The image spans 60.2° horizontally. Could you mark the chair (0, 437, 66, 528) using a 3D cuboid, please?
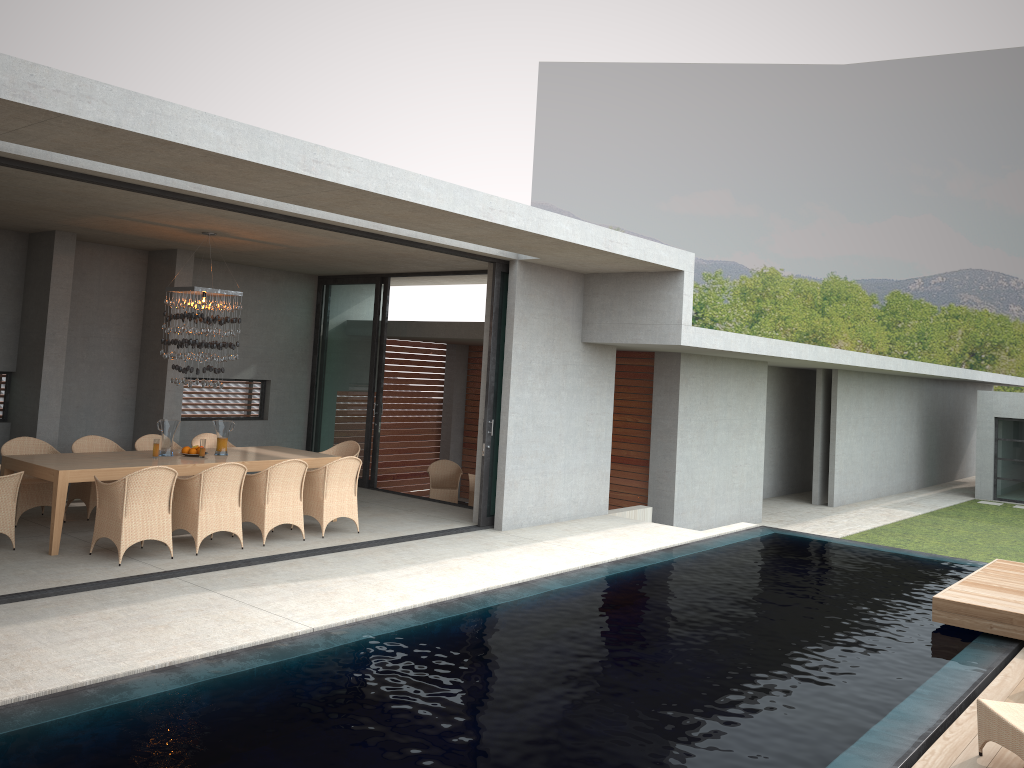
[{"bbox_3d":[-5.133,1.026,9.458,0.630,0.868,0.614,2,-3,40],"label":"chair"}]

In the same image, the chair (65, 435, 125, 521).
[{"bbox_3d":[-4.664,1.043,10.025,0.630,0.868,0.614,2,-3,40],"label":"chair"}]

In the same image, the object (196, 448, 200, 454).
[{"bbox_3d":[-3.412,0.739,9.672,0.087,0.087,0.086,2,-2,30],"label":"object"}]

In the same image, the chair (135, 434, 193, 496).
[{"bbox_3d":[-4.194,1.061,10.593,0.630,0.868,0.614,2,-3,40],"label":"chair"}]

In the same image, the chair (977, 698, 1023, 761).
[{"bbox_3d":[2.901,1.634,3.696,0.700,0.830,2.288,3,0,-1],"label":"chair"}]

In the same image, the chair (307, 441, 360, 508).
[{"bbox_3d":[-2.293,1.161,11.232,0.618,0.868,0.627,1,-3,40],"label":"chair"}]

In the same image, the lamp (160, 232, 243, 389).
[{"bbox_3d":[-3.472,-0.827,9.927,0.618,1.765,0.616,1,-4,40],"label":"lamp"}]

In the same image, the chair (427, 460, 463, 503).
[{"bbox_3d":[-1.160,1.753,15.041,0.617,0.868,0.628,4,-2,-5],"label":"chair"}]

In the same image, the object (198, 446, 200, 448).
[{"bbox_3d":[-3.436,0.733,9.761,0.094,0.095,0.094,3,-2,28],"label":"object"}]

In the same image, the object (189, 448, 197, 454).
[{"bbox_3d":[-3.473,0.740,9.614,0.081,0.081,0.080,4,-2,-22],"label":"object"}]

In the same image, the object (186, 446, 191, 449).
[{"bbox_3d":[-3.578,0.730,9.729,0.086,0.087,0.086,3,-1,0],"label":"object"}]

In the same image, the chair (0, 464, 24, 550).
[{"bbox_3d":[-4.896,1.063,8.018,0.618,0.868,0.627,1,-3,40],"label":"chair"}]

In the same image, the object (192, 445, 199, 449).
[{"bbox_3d":[-3.465,0.694,9.665,0.071,0.048,0.071,3,-1,0],"label":"object"}]

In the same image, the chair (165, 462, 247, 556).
[{"bbox_3d":[-2.962,1.165,8.645,0.630,0.868,0.614,2,-3,40],"label":"chair"}]

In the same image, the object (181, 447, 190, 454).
[{"bbox_3d":[-3.557,0.730,9.642,0.094,0.095,0.094,2,-2,30],"label":"object"}]

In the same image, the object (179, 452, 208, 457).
[{"bbox_3d":[-3.496,0.771,9.700,0.310,0.034,0.309,3,1,8],"label":"object"}]

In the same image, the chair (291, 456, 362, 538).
[{"bbox_3d":[-2.023,1.201,9.780,0.630,0.868,0.614,2,-3,40],"label":"chair"}]

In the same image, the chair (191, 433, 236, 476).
[{"bbox_3d":[-3.725,1.079,11.160,0.630,0.868,0.614,2,-3,40],"label":"chair"}]

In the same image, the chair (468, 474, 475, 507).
[{"bbox_3d":[-0.361,1.807,14.596,0.628,0.868,0.616,4,-2,-20],"label":"chair"}]

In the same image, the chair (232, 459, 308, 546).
[{"bbox_3d":[-2.492,1.183,9.213,0.630,0.868,0.614,2,-3,40],"label":"chair"}]

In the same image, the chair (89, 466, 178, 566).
[{"bbox_3d":[-3.431,1.147,8.078,0.630,0.868,0.614,2,-3,40],"label":"chair"}]

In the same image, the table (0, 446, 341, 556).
[{"bbox_3d":[-3.571,1.166,9.614,1.281,0.760,3.244,3,0,40],"label":"table"}]

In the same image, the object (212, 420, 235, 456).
[{"bbox_3d":[-3.255,0.605,9.934,0.193,0.388,0.191,2,-3,21],"label":"object"}]

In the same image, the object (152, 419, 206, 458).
[{"bbox_3d":[-3.622,0.590,9.562,0.539,0.388,0.325,4,-2,-34],"label":"object"}]
